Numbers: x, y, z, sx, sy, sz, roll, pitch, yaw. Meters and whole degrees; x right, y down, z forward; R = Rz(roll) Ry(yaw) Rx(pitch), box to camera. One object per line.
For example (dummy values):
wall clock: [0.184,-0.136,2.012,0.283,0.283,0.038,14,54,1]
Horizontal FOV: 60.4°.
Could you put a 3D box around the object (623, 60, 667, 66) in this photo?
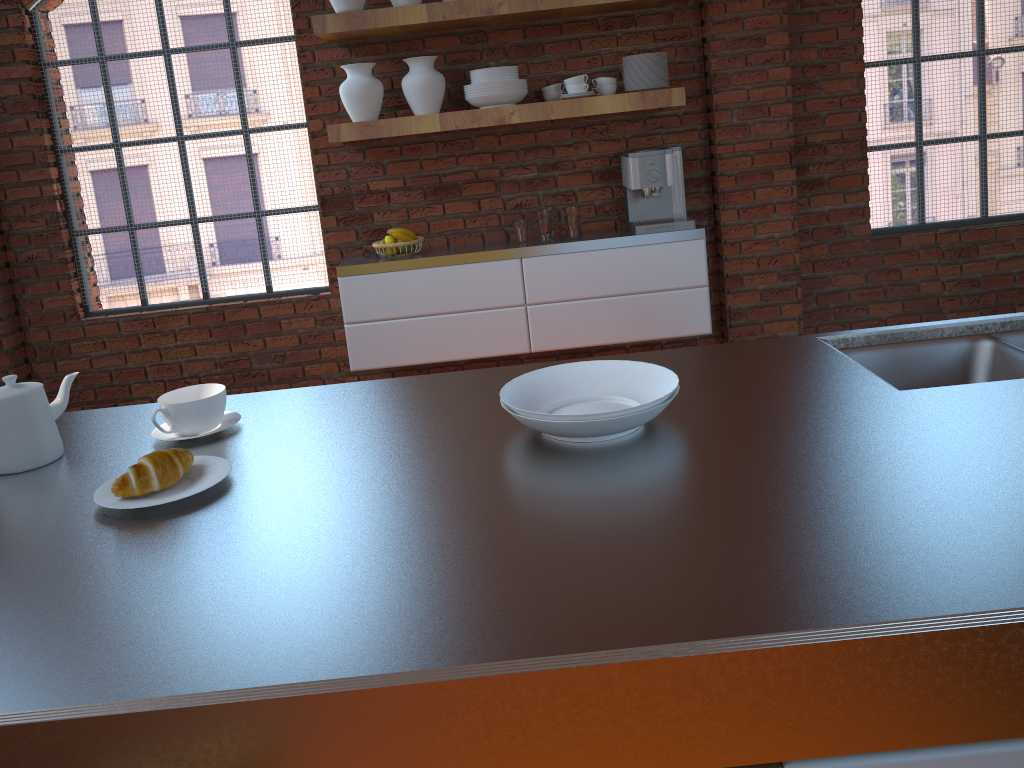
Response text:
object: [0.584,-1.403,3.864,0.194,0.013,0.200,-1,17,17]

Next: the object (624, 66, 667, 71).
object: [0.587,-1.380,3.868,0.194,0.013,0.200,-1,17,17]

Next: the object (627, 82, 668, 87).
object: [0.594,-1.313,3.879,0.194,0.013,0.200,-1,17,17]

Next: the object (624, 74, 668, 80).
object: [0.591,-1.345,3.874,0.194,0.013,0.200,-1,17,17]

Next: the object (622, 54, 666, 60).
object: [0.581,-1.429,3.860,0.194,0.013,0.200,-1,17,17]

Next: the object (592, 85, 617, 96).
object: [0.421,-1.309,3.935,0.099,0.046,0.094,4,18,34]

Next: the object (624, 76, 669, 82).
object: [0.592,-1.336,3.875,0.194,0.013,0.200,-1,17,17]

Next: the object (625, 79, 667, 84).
object: [0.593,-1.327,3.877,0.194,0.013,0.200,-1,17,17]

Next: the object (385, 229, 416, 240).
object: [-0.485,-0.665,3.969,0.066,0.083,0.188,3,17,37]

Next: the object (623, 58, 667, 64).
object: [0.583,-1.412,3.862,0.194,0.013,0.200,-1,17,17]

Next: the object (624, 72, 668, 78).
object: [0.590,-1.354,3.872,0.194,0.013,0.200,-1,17,17]

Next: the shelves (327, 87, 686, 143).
shelves: [-0.026,-1.195,3.921,1.535,0.075,0.346,-6,16,0]

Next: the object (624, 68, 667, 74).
object: [0.588,-1.371,3.869,0.194,0.013,0.200,-1,17,17]

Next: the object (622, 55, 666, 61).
object: [0.582,-1.425,3.860,0.194,0.013,0.200,-1,17,17]

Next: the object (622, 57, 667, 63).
object: [0.583,-1.416,3.862,0.194,0.013,0.200,-1,17,17]

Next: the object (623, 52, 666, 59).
object: [0.581,-1.434,3.859,0.194,0.013,0.200,-1,17,17]

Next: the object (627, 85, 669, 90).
object: [0.596,-1.300,3.881,0.194,0.013,0.200,-1,17,17]

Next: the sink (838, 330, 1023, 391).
sink: [0.944,0.045,1.611,0.613,0.195,0.419,-6,15,0]

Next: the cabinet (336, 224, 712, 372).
cabinet: [0.059,-0.415,4.051,1.621,0.466,0.345,-6,12,0]

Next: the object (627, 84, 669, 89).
object: [0.595,-1.305,3.880,0.194,0.013,0.200,-1,17,17]

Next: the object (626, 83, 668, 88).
object: [0.595,-1.309,3.879,0.194,0.013,0.200,-1,17,17]

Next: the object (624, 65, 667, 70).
object: [0.586,-1.384,3.867,0.194,0.013,0.200,-1,17,17]

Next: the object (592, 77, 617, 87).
object: [0.419,-1.342,3.936,0.100,0.057,0.094,0,16,23]

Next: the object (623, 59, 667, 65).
object: [0.584,-1.407,3.863,0.194,0.013,0.200,-1,17,17]

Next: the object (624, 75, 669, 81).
object: [0.591,-1.341,3.874,0.194,0.013,0.200,-1,17,17]

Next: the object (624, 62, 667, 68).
object: [0.585,-1.393,3.866,0.194,0.013,0.200,-1,17,17]

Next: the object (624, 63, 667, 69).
object: [0.586,-1.389,3.866,0.194,0.013,0.200,-1,17,17]

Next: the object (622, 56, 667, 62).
object: [0.582,-1.420,3.861,0.194,0.013,0.200,-1,17,17]

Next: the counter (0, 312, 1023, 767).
counter: [-0.205,0.192,1.307,3.141,0.127,1.051,-6,16,1]

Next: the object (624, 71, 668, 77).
object: [0.589,-1.358,3.871,0.194,0.013,0.200,-1,17,17]

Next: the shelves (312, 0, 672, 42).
shelves: [-0.073,-1.631,3.848,1.535,0.075,0.346,-6,16,0]

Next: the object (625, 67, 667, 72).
object: [0.587,-1.376,3.868,0.194,0.013,0.200,-1,17,17]

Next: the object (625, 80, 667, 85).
object: [0.593,-1.322,3.877,0.194,0.013,0.200,-1,17,17]

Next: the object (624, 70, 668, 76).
object: [0.589,-1.363,3.871,0.194,0.013,0.200,-1,17,17]

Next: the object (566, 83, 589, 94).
object: [0.282,-1.283,3.840,0.092,0.046,0.101,-7,15,-4]

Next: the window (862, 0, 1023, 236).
window: [2.235,-1.569,4.134,1.268,1.637,0.086,-6,9,0]

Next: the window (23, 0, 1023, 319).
window: [1.725,-1.958,6.431,17.466,9.718,3.699,-9,10,-9]

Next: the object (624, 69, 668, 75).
object: [0.588,-1.367,3.870,0.194,0.013,0.200,-1,17,17]

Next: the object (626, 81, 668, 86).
object: [0.594,-1.318,3.878,0.194,0.013,0.200,-1,17,17]

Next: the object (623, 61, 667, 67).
object: [0.585,-1.398,3.865,0.194,0.013,0.200,-1,17,17]

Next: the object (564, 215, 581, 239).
object: [0.275,-0.702,3.945,0.078,0.102,0.079,-3,12,13]

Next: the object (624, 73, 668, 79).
object: [0.590,-1.349,3.873,0.194,0.013,0.200,-1,17,17]

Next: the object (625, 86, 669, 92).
object: [0.596,-1.295,3.882,0.194,0.013,0.200,-1,17,17]

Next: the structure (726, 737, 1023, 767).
structure: [-0.159,0.628,1.389,3.117,0.750,1.049,-6,14,1]

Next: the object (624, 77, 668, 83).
object: [0.592,-1.332,3.876,0.194,0.013,0.200,-1,17,17]
